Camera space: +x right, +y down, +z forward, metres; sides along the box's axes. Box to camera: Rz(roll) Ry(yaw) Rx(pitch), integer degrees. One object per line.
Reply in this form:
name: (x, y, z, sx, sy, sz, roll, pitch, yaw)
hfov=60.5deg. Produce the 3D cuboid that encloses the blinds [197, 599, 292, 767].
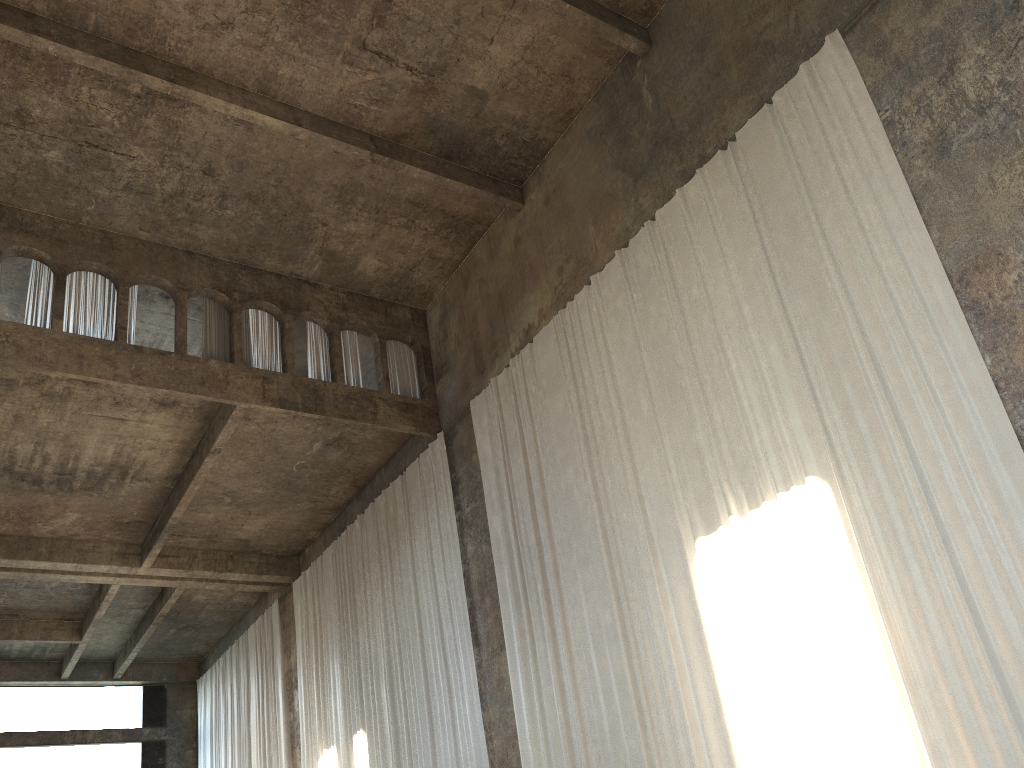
blinds: (-7.199, 10.946, 22.987, 0.277, 8.201, 8.169, 8, -32, -33)

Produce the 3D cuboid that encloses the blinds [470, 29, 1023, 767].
blinds: (1.934, 1.992, 10.157, 0.277, 8.201, 8.181, 7, -32, -31)

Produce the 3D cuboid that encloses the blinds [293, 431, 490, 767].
blinds: (-2.626, 6.462, 16.563, 0.277, 8.201, 8.181, 7, -32, -31)
